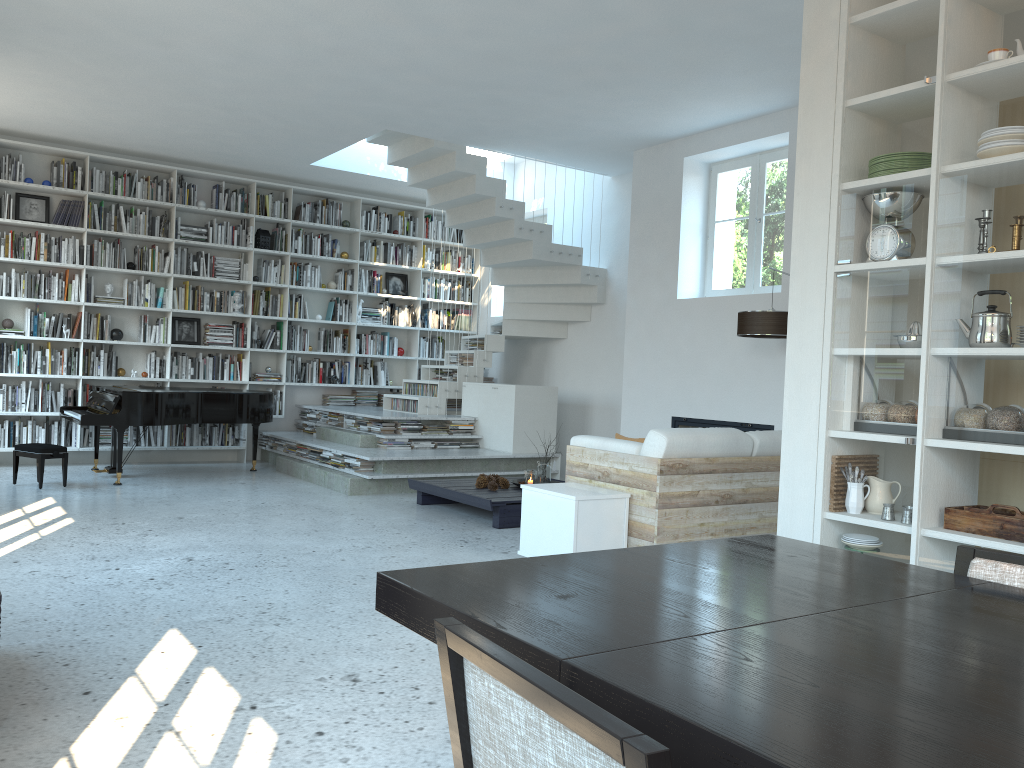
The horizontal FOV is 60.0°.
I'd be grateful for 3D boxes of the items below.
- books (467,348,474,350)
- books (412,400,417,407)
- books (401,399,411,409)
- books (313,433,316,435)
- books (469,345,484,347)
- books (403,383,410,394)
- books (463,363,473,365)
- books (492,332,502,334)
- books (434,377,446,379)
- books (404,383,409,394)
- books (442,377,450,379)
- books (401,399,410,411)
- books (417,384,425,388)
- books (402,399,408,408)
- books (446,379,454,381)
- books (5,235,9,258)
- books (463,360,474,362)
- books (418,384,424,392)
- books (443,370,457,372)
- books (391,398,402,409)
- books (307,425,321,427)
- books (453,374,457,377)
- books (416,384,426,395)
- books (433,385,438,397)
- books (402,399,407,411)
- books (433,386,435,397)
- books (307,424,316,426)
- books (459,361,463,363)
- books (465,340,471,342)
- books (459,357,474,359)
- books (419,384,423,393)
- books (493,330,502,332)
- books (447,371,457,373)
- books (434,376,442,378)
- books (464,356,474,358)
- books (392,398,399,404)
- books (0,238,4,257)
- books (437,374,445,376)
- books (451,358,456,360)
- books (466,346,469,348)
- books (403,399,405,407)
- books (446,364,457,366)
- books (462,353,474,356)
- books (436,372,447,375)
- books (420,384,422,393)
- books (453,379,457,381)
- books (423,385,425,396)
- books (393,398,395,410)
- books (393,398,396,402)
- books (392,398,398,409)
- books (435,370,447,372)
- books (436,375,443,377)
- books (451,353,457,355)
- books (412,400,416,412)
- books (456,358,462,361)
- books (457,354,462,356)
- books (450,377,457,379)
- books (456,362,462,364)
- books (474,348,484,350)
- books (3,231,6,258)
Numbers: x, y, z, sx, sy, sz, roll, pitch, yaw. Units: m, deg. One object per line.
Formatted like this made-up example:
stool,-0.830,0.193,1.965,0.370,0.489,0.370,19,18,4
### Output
books,-0.423,-0.406,10.448,0.149,0.014,0.228,2,1,-22
books,-1.031,0.242,9.662,0.125,0.125,0.008,2,1,-34
books,-1.175,0.234,9.876,0.125,0.125,0.007,2,1,-34
books,-2.078,0.566,9.865,0.189,0.028,0.202,2,1,-39
books,-0.360,-0.428,10.154,0.191,0.014,0.243,2,1,-21
books,-1.186,0.056,10.162,0.125,0.125,0.008,2,1,-34
books,-0.439,-0.218,9.869,0.215,0.013,0.189,2,1,-2
books,-0.116,-0.608,10.656,0.169,0.010,0.282,2,1,-19
books,-0.785,-0.067,10.279,0.158,0.009,0.216,2,1,-41
books,-1.172,0.057,10.142,0.125,0.125,0.008,2,1,-34
books,-0.665,-0.068,10.091,0.175,0.016,0.207,2,1,-39
books,-1.171,0.234,9.869,0.125,0.125,0.008,2,1,-34
books,-1.004,0.067,9.894,0.125,0.125,0.010,2,1,-34
books,-1.162,0.235,9.856,0.125,0.125,0.008,2,1,-34
books,-0.652,-0.045,10.101,0.137,0.013,0.198,2,1,-28
books,-4.916,-1.324,8.619,0.030,0.230,0.172,2,1,-34
books,-0.437,-0.249,9.851,0.214,0.014,0.138,2,1,-7
books,-0.987,0.068,9.868,0.125,0.125,0.007,2,1,-34
books,-0.662,-0.148,10.088,0.177,0.014,0.194,2,1,-39
books,-1.312,0.226,10.077,0.125,0.125,0.008,2,1,-34
books,-2.230,0.480,10.132,0.144,0.009,0.249,2,1,-30
books,-0.561,-0.092,9.819,0.141,0.028,0.222,2,1,-15
books,-1.010,0.067,9.902,0.125,0.125,0.007,2,1,-34
books,-0.798,0.079,9.590,0.125,0.125,0.011,2,1,-34
books,-1.158,0.235,9.849,0.125,0.125,0.008,2,1,-34
books,-0.788,0.081,9.575,0.125,0.123,0.034,2,1,-34
books,-2.228,0.469,10.133,0.149,0.014,0.228,2,1,-36
books,-0.523,-0.248,10.117,0.139,0.013,0.155,2,1,-32
books,-0.434,-0.506,10.441,0.190,0.015,0.230,2,1,-20
books,-0.436,-0.284,9.851,0.295,0.007,0.146,3,1,0
books,-0.974,0.069,9.849,0.125,0.125,0.010,2,1,-34
books,-0.107,-0.628,10.659,0.150,0.017,0.288,2,1,-19
books,-0.642,-0.131,10.103,0.133,0.017,0.178,2,1,-30
books,-0.788,-0.077,10.277,0.159,0.012,0.225,2,1,-26
books,-0.436,-0.296,9.868,0.184,0.016,0.179,2,1,-6
books,-1.302,0.226,10.063,0.125,0.125,0.010,2,1,-34
books,-4.942,-1.307,8.588,0.026,0.195,0.175,2,1,-34
books,-0.769,-0.103,10.288,0.132,0.010,0.198,2,1,-30
books,-0.592,-0.287,10.376,0.143,0.019,0.230,2,1,-35
books,-0.433,-0.431,10.444,0.166,0.018,0.264,2,1,-15
books,-1.149,0.235,9.836,0.125,0.125,0.008,2,1,-34
books,-0.615,-0.220,10.364,0.190,0.018,0.287,2,1,-35
books,-0.434,-0.321,9.860,0.234,0.025,0.157,3,1,3
books,-0.774,-0.119,10.284,0.140,0.022,0.181,2,1,-41
books,-0.960,0.070,9.828,0.125,0.125,0.008,2,1,-34
books,-0.566,-0.043,9.819,0.136,0.017,0.288,2,1,-11
books,-0.914,0.072,9.761,0.125,0.125,0.016,2,1,-34
books,-1.280,0.228,10.031,0.125,0.125,0.008,2,1,-34
books,-1.288,0.227,10.043,0.125,0.125,0.007,2,1,-34
books,-1.297,0.227,10.056,0.125,0.125,0.009,2,1,-34
books,-0.776,-0.151,10.280,0.161,0.012,0.195,2,1,-37
books,-0.775,-0.090,10.284,0.145,0.015,0.166,2,1,-39
books,-0.596,-0.346,10.370,0.157,0.014,0.180,2,1,-36
books,-1.026,0.243,9.655,0.125,0.125,0.008,2,1,-34
books,-0.507,-0.276,10.092,0.178,0.036,0.221,2,1,-29
books,-0.512,-0.327,10.103,0.166,0.017,0.190,2,1,-31
books,-0.585,-0.062,9.814,0.172,0.019,0.240,2,1,-9
books,-0.515,-0.234,10.104,0.200,0.014,0.177,2,1,-30
books,-0.334,-0.400,10.167,0.130,0.014,0.249,2,1,-21
books,-4.935,-1.341,8.611,0.010,0.263,0.150,2,1,-34
